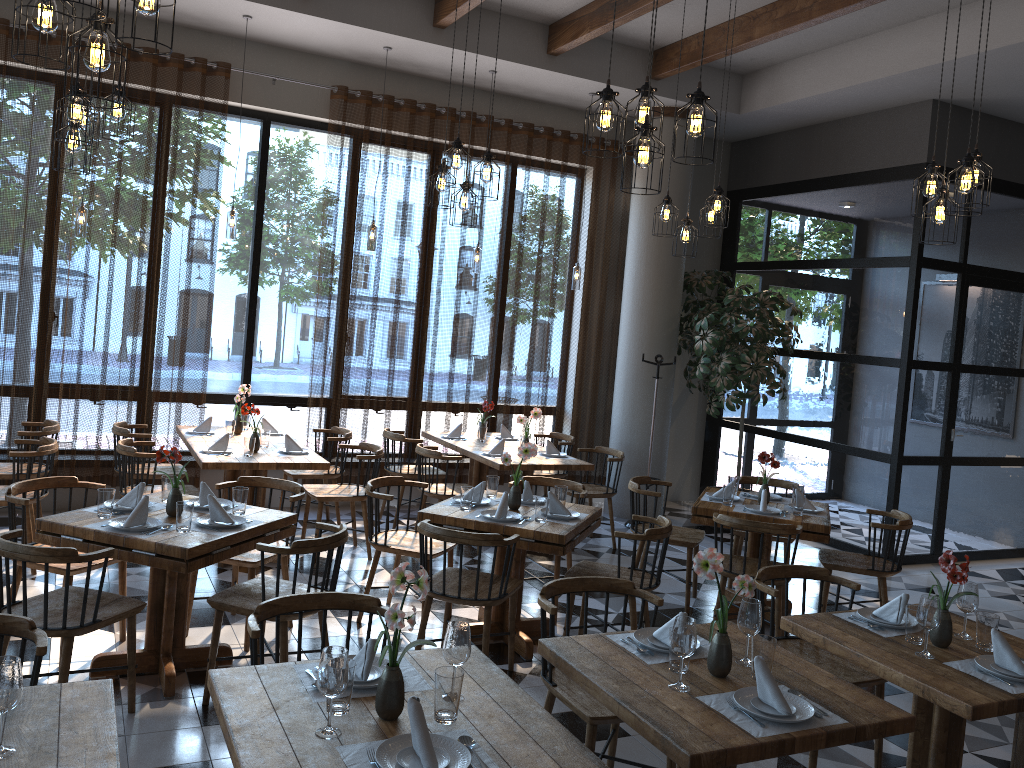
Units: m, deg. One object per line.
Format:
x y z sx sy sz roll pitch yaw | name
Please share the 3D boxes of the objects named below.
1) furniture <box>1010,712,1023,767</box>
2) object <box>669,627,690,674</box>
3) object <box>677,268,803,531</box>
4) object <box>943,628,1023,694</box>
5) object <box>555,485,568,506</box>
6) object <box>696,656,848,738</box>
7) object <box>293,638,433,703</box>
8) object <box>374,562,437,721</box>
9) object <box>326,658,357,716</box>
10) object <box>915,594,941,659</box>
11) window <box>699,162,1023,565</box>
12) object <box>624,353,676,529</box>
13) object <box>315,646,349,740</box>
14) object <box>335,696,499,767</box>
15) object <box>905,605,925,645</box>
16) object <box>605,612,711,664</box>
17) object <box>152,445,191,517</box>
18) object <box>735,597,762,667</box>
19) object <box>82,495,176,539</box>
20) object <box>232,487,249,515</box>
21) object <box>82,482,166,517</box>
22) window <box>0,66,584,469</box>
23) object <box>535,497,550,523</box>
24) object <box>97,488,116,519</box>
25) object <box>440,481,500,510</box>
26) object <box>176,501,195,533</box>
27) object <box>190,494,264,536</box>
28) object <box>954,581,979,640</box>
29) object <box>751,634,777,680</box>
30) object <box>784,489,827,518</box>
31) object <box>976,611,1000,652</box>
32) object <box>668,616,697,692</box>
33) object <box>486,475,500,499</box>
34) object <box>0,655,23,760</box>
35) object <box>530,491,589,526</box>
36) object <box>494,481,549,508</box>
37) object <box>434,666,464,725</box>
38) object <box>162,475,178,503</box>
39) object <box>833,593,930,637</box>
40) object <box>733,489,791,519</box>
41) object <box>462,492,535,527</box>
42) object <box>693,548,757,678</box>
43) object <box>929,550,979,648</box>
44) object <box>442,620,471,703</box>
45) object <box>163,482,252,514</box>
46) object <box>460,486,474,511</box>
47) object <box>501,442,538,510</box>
0.482 1.177 2.003 6.579 1.149 1.923 3 4 -26 | furniture
0.546 0.866 2.879 0.080 0.132 0.080 3 3 -41 | object
1.995 0.101 8.910 1.378 2.589 1.639 3 3 -42 | object
1.758 0.950 3.120 0.351 0.137 0.272 3 4 -26 | object
0.289 0.676 5.290 0.080 0.132 0.080 4 2 -11 | object
0.776 0.900 2.634 0.351 0.137 0.272 3 4 -26 | object
-0.438 0.797 2.617 0.351 0.137 0.272 3 4 -26 | object
-0.291 0.695 2.379 0.146 0.399 0.207 4 2 -24 | object
-0.462 0.814 2.380 0.080 0.132 0.080 4 2 -21 | object
1.514 0.883 3.227 0.081 0.215 0.081 5 2 5 | object
3.832 -0.233 9.366 2.183 3.544 2.735 4 3 -26 | window
1.329 0.547 8.434 0.374 1.656 0.375 5 2 -4 | object
-0.458 0.782 2.251 0.081 0.215 0.081 6 2 27 | object
-0.216 0.850 2.143 0.351 0.137 0.272 3 4 -26 | object
1.533 0.916 3.368 0.080 0.132 0.080 3 3 -41 | object
0.553 0.848 3.108 0.351 0.137 0.272 3 4 -26 | object
-1.659 0.467 4.289 0.156 0.355 0.171 6 2 29 | object
0.800 0.838 2.996 0.081 0.215 0.081 4 2 -35 | object
-1.726 0.587 4.064 0.352 0.137 0.272 6 4 19 | object
-1.373 0.591 4.467 0.080 0.132 0.080 4 2 -21 | object
-1.895 0.549 4.402 0.272 0.137 0.352 6 4 19 | object
-5.765 -0.950 5.033 4.503 3.161 15.118 8 5 40 | window
0.163 0.694 4.878 0.080 0.132 0.080 4 2 -11 | object
-1.919 0.564 4.184 0.080 0.132 0.080 4 2 -11 | object
-0.230 0.633 5.230 0.272 0.137 0.352 6 4 19 | object
-1.500 0.609 4.055 0.080 0.132 0.080 4 2 -21 | object
-1.390 0.603 4.237 0.272 0.137 0.352 6 4 19 | object
1.787 0.888 3.485 0.081 0.215 0.081 4 2 -35 | object
0.811 0.889 2.870 0.080 0.132 0.080 4 2 -26 | object
1.958 0.774 5.902 0.272 0.137 0.352 6 4 19 | object
1.799 0.940 3.359 0.080 0.132 0.080 4 2 -26 | object
0.527 0.832 2.739 0.081 0.215 0.081 5 2 5 | object
-0.121 0.631 5.428 0.080 0.132 0.080 4 2 -11 | object
-1.165 0.737 2.023 0.081 0.215 0.081 4 2 -18 | object
0.275 0.688 5.065 0.272 0.137 0.352 6 4 19 | object
0.105 0.650 5.403 0.352 0.137 0.272 6 4 19 | object
-0.174 0.839 2.383 0.080 0.132 0.080 4 2 -26 | object
-1.784 0.547 4.605 0.080 0.132 0.080 4 2 -21 | object
1.535 0.898 3.595 0.351 0.137 0.272 3 4 -26 | object
1.623 0.757 5.729 0.352 0.137 0.272 6 4 19 | object
-0.060 0.671 4.892 0.352 0.137 0.272 6 4 19 | object
0.679 0.742 2.890 0.206 0.399 0.146 4 2 -19 | object
1.669 0.816 3.362 0.171 0.355 0.156 4 2 -33 | object
-0.160 0.789 2.521 0.081 0.215 0.081 6 2 27 | object
-1.560 0.565 4.575 0.352 0.137 0.272 6 4 19 | object
-0.257 0.649 5.007 0.080 0.132 0.080 4 2 -11 | object
0.033 0.531 5.121 0.206 0.399 0.146 4 2 -15 | object
